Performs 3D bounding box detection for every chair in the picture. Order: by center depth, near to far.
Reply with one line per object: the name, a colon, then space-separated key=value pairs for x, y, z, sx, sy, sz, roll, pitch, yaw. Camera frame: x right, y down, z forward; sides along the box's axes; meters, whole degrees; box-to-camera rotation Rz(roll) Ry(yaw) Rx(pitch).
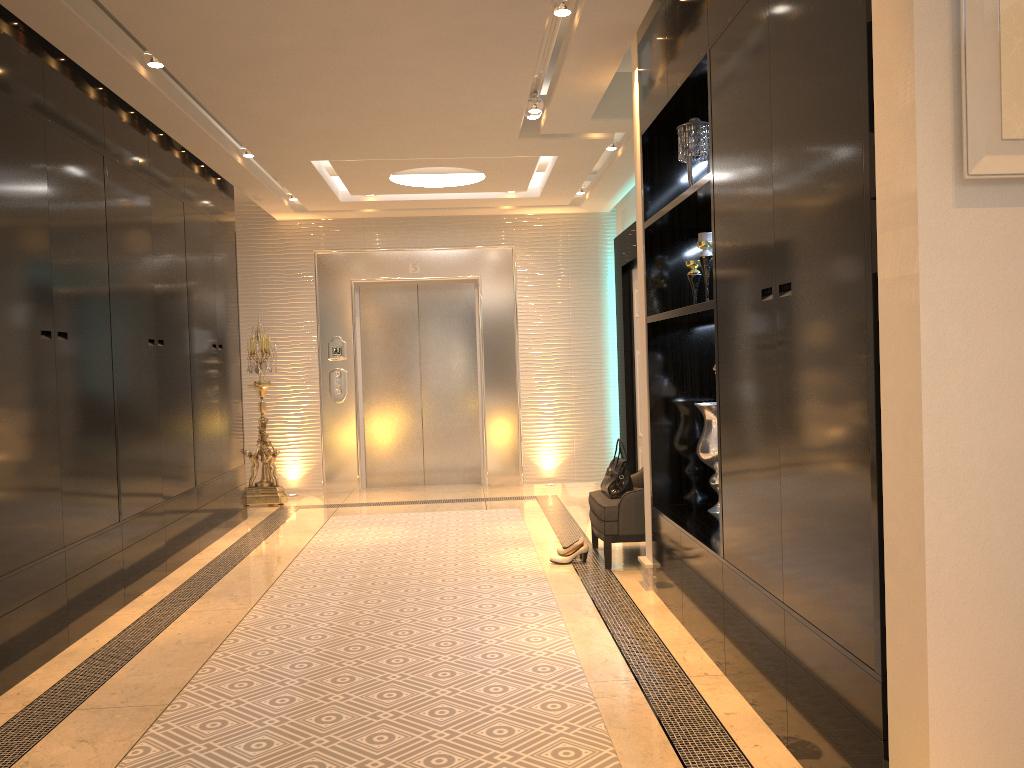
chair: x=0.822 y=0.590 z=5.351 sx=0.702 sy=0.898 sz=0.625 roll=-2 pitch=1 yaw=-2

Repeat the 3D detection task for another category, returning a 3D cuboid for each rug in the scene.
rug: x=-0.557 y=1.096 z=4.669 sx=1.526 sy=0.015 sz=5.025 roll=-2 pitch=1 yaw=-3

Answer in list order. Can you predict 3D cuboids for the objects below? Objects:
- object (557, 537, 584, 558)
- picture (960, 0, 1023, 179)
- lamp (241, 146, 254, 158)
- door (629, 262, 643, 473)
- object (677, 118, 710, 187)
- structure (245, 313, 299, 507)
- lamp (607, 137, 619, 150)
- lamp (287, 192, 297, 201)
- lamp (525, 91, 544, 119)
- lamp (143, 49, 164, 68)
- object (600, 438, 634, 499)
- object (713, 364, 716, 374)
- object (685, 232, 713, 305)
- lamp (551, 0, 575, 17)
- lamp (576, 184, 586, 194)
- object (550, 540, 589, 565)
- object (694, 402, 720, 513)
object: x=0.367 y=0.988 z=5.429 sx=0.235 sy=0.135 sz=0.084 roll=-1 pitch=2 yaw=45
picture: x=1.208 y=-0.791 z=1.815 sx=0.610 sy=0.729 sz=0.027 roll=-2 pitch=1 yaw=-3
lamp: x=-1.806 y=-1.618 z=6.078 sx=0.107 sy=0.127 sz=0.107 roll=-2 pitch=1 yaw=16
door: x=1.131 y=-0.043 z=7.588 sx=0.089 sy=2.034 sz=0.919 roll=-2 pitch=1 yaw=-3
object: x=0.794 y=-0.975 z=3.835 sx=0.155 sy=0.347 sz=0.155 roll=-2 pitch=2 yaw=-23
structure: x=-2.115 y=0.224 z=8.046 sx=0.382 sy=1.715 sz=0.811 roll=-1 pitch=1 yaw=21
lamp: x=0.695 y=-1.704 z=6.218 sx=0.107 sy=0.127 sz=0.107 roll=-2 pitch=2 yaw=-22
lamp: x=-1.898 y=-1.655 z=7.696 sx=0.107 sy=0.127 sz=0.107 roll=-2 pitch=2 yaw=-22
lamp: x=0.129 y=-1.663 z=5.289 sx=0.107 sy=0.127 sz=0.235 roll=-2 pitch=1 yaw=-3
lamp: x=-1.702 y=-1.576 z=4.232 sx=0.107 sy=0.127 sz=0.107 roll=-2 pitch=2 yaw=-22
object: x=0.633 y=0.498 z=5.351 sx=0.168 sy=0.345 sz=0.366 roll=-2 pitch=1 yaw=-4
object: x=0.973 y=0.236 z=3.717 sx=0.221 sy=0.794 sz=0.308 roll=-1 pitch=2 yaw=24
object: x=0.870 y=-0.515 z=4.101 sx=0.079 sy=0.361 sz=0.176 roll=-2 pitch=2 yaw=-22
lamp: x=0.212 y=-1.628 z=3.760 sx=0.107 sy=0.127 sz=0.107 roll=-2 pitch=2 yaw=-22
lamp: x=0.604 y=-1.741 z=7.836 sx=0.107 sy=0.127 sz=0.107 roll=-2 pitch=2 yaw=-22
object: x=0.339 y=0.993 z=5.238 sx=0.235 sy=0.135 sz=0.084 roll=-2 pitch=1 yaw=-1
object: x=1.002 y=0.355 z=4.289 sx=0.221 sy=0.522 sz=0.221 roll=-2 pitch=1 yaw=2
